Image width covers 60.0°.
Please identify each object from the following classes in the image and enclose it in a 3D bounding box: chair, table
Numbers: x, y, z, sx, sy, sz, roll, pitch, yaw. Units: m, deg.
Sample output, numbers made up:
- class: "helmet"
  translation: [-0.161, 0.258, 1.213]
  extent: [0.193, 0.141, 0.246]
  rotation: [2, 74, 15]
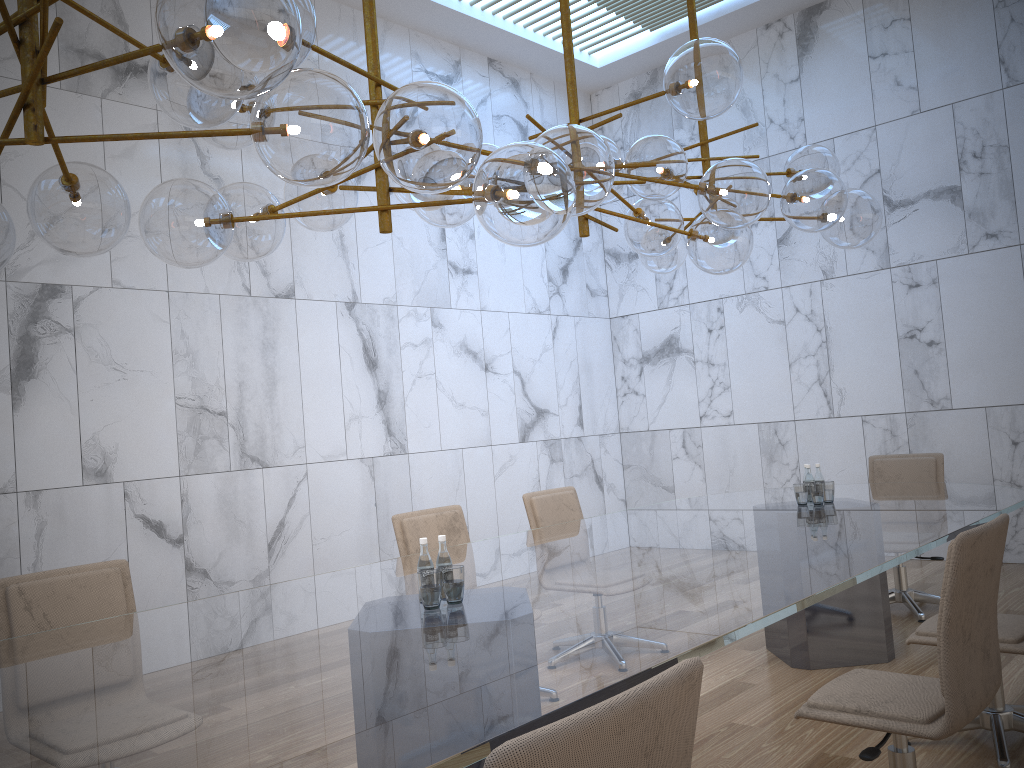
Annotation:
- class: "chair"
  translation: [0.471, 1.121, 5.237]
  extent: [0.697, 1.000, 0.726]
  rotation: [-7, -4, 42]
- class: "chair"
  translation: [-0.207, 1.138, 4.502]
  extent: [0.697, 1.000, 0.726]
  rotation: [-7, -4, 42]
- class: "chair"
  translation: [-1.459, 1.170, 3.145]
  extent: [0.697, 1.000, 0.726]
  rotation: [-7, -4, 42]
- class: "chair"
  translation: [1.232, 0.931, 2.778]
  extent: [0.697, 1.000, 0.726]
  rotation: [-7, -4, 43]
- class: "chair"
  translation: [-0.023, 0.963, 1.418]
  extent: [0.697, 1.000, 0.726]
  rotation: [-7, -4, 43]
- class: "table"
  translation: [-0.197, 1.130, 2.867]
  extent: [2.092, 0.835, 7.924]
  rotation: [-7, -4, 43]
- class: "chair"
  translation: [1.905, 0.914, 3.508]
  extent: [0.697, 1.000, 0.726]
  rotation: [-7, -4, 43]
- class: "chair"
  translation: [2.546, 0.983, 5.852]
  extent: [0.726, 1.000, 0.697]
  rotation: [-7, -4, 43]

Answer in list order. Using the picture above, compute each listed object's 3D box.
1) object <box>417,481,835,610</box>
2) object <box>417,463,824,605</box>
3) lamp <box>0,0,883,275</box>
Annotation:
- class: "object"
  translation: [-0.001, 0.647, 3.095]
  extent: [0.183, 0.117, 5.112]
  rotation: [-7, -4, 43]
- class: "object"
  translation: [-0.032, 0.604, 3.140]
  extent: [0.124, 0.213, 5.189]
  rotation: [-7, -4, 43]
- class: "lamp"
  translation: [-0.508, -1.667, 2.925]
  extent: [1.557, 2.716, 5.672]
  rotation: [-7, -4, 42]
